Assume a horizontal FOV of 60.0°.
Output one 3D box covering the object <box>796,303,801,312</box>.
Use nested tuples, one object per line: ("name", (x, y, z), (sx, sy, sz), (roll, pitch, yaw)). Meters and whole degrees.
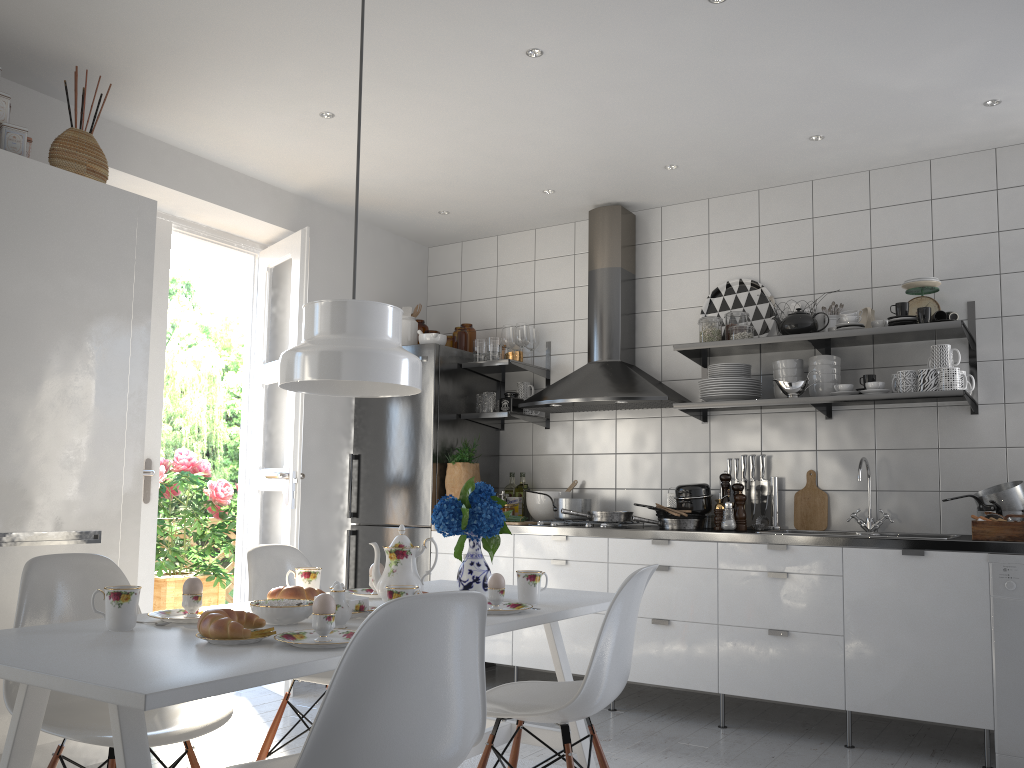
("object", (1.409, -0.292, 4.332), (0.025, 0.226, 0.086), (1, -5, 2))

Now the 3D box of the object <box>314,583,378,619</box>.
("object", (-0.439, 0.554, 2.280), (0.187, 0.083, 0.141), (-4, -8, 32))

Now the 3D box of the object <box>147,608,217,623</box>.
("object", (-0.784, 0.568, 2.168), (0.201, 0.016, 0.201), (2, -8, -12))

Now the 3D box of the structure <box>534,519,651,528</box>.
("structure", (0.401, 0.713, 4.547), (0.467, 0.028, 0.492), (-4, -9, 32))

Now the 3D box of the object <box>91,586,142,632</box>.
("object", (-0.880, 0.504, 1.988), (0.091, 0.095, 0.078), (-1, -6, 19))

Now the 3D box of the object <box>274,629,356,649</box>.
("object", (-0.392, 0.532, 1.844), (0.201, 0.016, 0.201), (8, -10, -42))

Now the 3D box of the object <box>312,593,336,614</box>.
("object", (-0.392, 0.468, 1.850), (0.048, 0.062, 0.048), (-4, -7, 36))

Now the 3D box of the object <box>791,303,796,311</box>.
("object", (1.385, -0.292, 4.355), (0.029, 0.231, 0.063), (-1, -6, 20))

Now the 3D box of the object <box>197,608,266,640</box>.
("object", (-0.596, 0.503, 1.867), (0.124, 0.057, 0.161), (1, -7, -3))

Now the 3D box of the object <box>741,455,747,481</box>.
("object", (1.160, 0.418, 4.424), (0.033, 0.131, 0.022), (-3, -7, 37))

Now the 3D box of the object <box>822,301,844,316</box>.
("object", (1.521, -0.298, 4.202), (0.104, 0.202, 0.077), (-2, -6, 30))

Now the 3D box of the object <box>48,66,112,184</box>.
("object", (-1.581, -0.930, 3.253), (0.091, 0.450, 0.230), (-3, -7, 33))

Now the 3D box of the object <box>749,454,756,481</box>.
("object", (1.196, 0.416, 4.401), (0.033, 0.131, 0.022), (-3, -7, 37))

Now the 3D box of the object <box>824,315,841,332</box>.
("object", (1.521, -0.257, 4.186), (0.084, 0.129, 0.084), (0, -6, 11))

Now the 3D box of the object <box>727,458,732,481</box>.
("object", (1.097, 0.432, 4.463), (0.028, 0.114, 0.019), (-2, -6, 28))

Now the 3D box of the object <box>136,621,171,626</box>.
("object", (-0.847, 0.557, 2.074), (0.140, 0.011, 0.032), (-3, -8, 29))

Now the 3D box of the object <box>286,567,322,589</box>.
("object", (-0.598, 0.584, 2.577), (0.078, 0.095, 0.091), (-3, -7, 31))

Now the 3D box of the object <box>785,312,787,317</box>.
("object", (1.341, -0.271, 4.337), (0.023, 0.185, 0.081), (0, -6, 6))

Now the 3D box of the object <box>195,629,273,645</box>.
("object", (-0.580, 0.531, 1.857), (0.158, 0.016, 0.158), (1, -7, 3))

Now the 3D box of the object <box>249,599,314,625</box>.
("object", (-0.549, 0.545, 2.128), (0.158, 0.058, 0.159), (-2, -8, 22))

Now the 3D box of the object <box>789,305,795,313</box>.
("object", (1.380, -0.288, 4.334), (0.028, 0.219, 0.101), (0, -6, 4))

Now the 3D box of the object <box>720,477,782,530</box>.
("object", (1.175, 0.591, 4.397), (0.322, 0.259, 0.067), (-3, -7, 32))

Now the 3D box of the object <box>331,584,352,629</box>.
("object", (-0.407, 0.517, 2.067), (0.069, 0.102, 0.065), (-3, -7, 32))

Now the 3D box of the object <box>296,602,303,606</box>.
("object", (-0.504, 0.524, 2.092), (0.031, 0.032, 0.138), (2, -7, -13))

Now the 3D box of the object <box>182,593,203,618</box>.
("object", (-0.783, 0.542, 2.170), (0.048, 0.057, 0.048), (3, -6, -17))

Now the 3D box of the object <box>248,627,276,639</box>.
("object", (-0.546, 0.522, 1.852), (0.109, 0.036, 0.071), (2, -7, -9))

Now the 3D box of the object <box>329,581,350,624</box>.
("object", (-0.423, 0.526, 2.132), (0.069, 0.102, 0.065), (-3, -7, 32))

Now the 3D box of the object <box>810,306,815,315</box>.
("object", (1.407, -0.280, 4.240), (0.090, 0.180, 0.023), (0, -5, 5))

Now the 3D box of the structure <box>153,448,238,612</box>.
("structure", (-2.293, 1.071, 5.987), (1.263, 1.275, 1.179), (-3, -7, 34))

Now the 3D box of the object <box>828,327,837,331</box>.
("object", (1.489, -0.233, 4.060), (0.079, 0.047, 0.083), (0, -7, 7))

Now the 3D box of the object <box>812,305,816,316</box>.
("object", (1.429, -0.283, 4.254), (0.062, 0.189, 0.023), (0, -5, 14))

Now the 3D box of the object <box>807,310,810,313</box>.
("object", (1.399, -0.277, 4.295), (0.154, 0.187, 0.029), (7, -8, -44))

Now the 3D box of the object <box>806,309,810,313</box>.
("object", (1.410, -0.278, 4.275), (0.023, 0.186, 0.081), (-4, -7, 41))

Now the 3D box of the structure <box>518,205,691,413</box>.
("structure", (0.472, -0.420, 4.734), (0.869, 1.088, 0.473), (-3, -7, 32))

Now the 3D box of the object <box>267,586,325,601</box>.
("object", (-0.584, 0.572, 2.396), (0.161, 0.057, 0.124), (1, -7, -3))

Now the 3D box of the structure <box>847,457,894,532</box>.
("structure", (1.635, 0.509, 4.009), (0.189, 0.351, 0.275), (0, -6, 9))

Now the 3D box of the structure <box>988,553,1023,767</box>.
("structure", (2.141, 1.038, 3.315), (0.574, 0.788, 0.510), (-3, -7, 32))

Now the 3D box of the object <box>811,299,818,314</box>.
("object", (1.431, -0.298, 4.278), (0.085, 0.226, 0.027), (-1, -5, 15))

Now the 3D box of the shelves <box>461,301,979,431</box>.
("shelves", (0.890, -0.071, 4.459), (2.542, 0.510, 0.428), (-4, -8, 32))

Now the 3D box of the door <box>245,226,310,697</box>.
("door", (-1.241, 0.383, 4.615), (0.157, 2.318, 0.603), (5, -7, -37))

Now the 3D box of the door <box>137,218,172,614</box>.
("door", (-1.902, 0.308, 4.108), (0.157, 2.318, 0.604), (-2, -6, 32))

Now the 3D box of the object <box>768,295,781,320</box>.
("object", (1.294, -0.309, 4.284), (0.113, 0.249, 0.021), (-3, -7, 37))

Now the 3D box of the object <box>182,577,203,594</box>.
("object", (-0.783, 0.504, 2.173), (0.048, 0.062, 0.048), (-4, -7, 36))

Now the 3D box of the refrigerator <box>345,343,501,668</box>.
("refrigerator", (-0.509, 0.724, 5.110), (0.577, 1.794, 0.696), (-3, -6, 32))

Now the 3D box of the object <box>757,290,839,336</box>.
("object", (1.382, -0.322, 4.284), (0.378, 0.278, 0.199), (-1, -6, 15))

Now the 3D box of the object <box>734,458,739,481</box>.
("object", (1.127, 0.430, 4.444), (0.028, 0.114, 0.019), (-2, -6, 28))

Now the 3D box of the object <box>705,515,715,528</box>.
("object", (0.982, 0.685, 4.422), (0.066, 0.067, 0.053), (2, -6, -7))

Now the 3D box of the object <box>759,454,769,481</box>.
("object", (1.244, 0.413, 4.370), (0.046, 0.131, 0.022), (-3, -7, 36))
